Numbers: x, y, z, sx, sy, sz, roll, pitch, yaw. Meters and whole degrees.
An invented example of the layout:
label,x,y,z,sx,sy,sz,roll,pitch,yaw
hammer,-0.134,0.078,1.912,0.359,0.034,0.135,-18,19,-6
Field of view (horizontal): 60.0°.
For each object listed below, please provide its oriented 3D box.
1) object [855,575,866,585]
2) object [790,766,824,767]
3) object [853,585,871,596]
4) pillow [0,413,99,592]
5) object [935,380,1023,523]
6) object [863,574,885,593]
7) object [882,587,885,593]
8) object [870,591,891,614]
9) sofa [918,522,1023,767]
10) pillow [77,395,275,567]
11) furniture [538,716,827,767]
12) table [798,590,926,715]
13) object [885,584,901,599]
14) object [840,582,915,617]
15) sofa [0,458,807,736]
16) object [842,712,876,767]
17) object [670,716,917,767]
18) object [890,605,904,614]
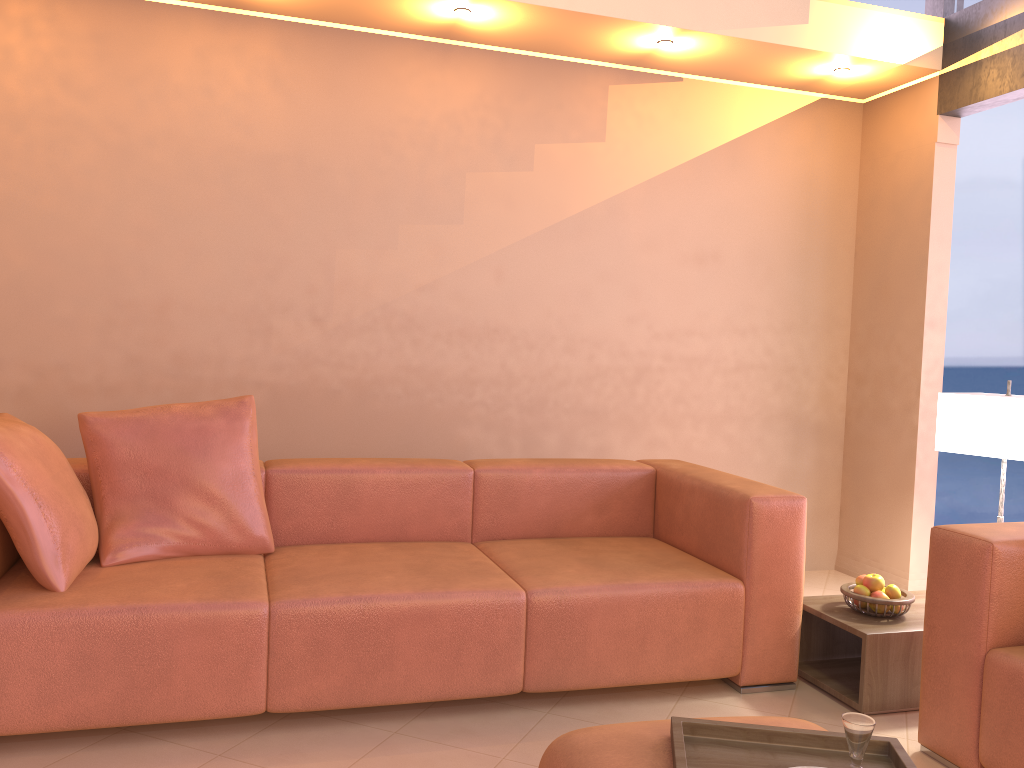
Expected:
label,x,y,z,sx,sy,sz,roll,pitch,yaw
object,1.208,0.679,3.047,0.054,0.046,0.047,1,3,-31
object,0.548,0.713,1.503,0.240,0.018,0.240,4,3,37
object,1.176,0.700,2.980,0.045,0.047,0.055,0,3,-40
pillow,-1.422,0.343,2.653,0.335,0.486,0.554,1,3,-21
object,1.766,0.386,3.194,0.344,0.799,0.344,0,3,-39
object,1.221,0.674,2.995,0.069,0.061,0.068,4,3,34
object,1.262,0.726,3.017,0.076,0.065,0.077,2,2,-6
object,1.224,0.726,2.953,0.072,0.076,0.074,2,2,-7
sofa,2.009,0.805,1.387,0.943,0.672,2.781,2,3,-17
pillow,-1.109,0.303,2.945,0.582,0.528,0.302,1,3,-34
furniture,0.506,0.882,1.304,0.685,0.301,1.291,2,2,-12
table,1.476,0.914,3.094,0.918,0.268,0.412,2,3,-17
object,1.272,0.696,2.961,0.051,0.053,0.045,3,2,6
object,1.237,0.738,3.007,0.235,0.071,0.235,1,3,-25
sofa,-0.448,0.635,3.016,2.781,0.672,0.943,2,3,-17
object,0.650,0.675,1.669,0.061,0.091,0.061,1,3,-33
object,0.507,0.706,1.556,0.436,0.034,0.421,3,2,8
object,1.282,0.744,2.962,0.055,0.046,0.046,0,3,-39
